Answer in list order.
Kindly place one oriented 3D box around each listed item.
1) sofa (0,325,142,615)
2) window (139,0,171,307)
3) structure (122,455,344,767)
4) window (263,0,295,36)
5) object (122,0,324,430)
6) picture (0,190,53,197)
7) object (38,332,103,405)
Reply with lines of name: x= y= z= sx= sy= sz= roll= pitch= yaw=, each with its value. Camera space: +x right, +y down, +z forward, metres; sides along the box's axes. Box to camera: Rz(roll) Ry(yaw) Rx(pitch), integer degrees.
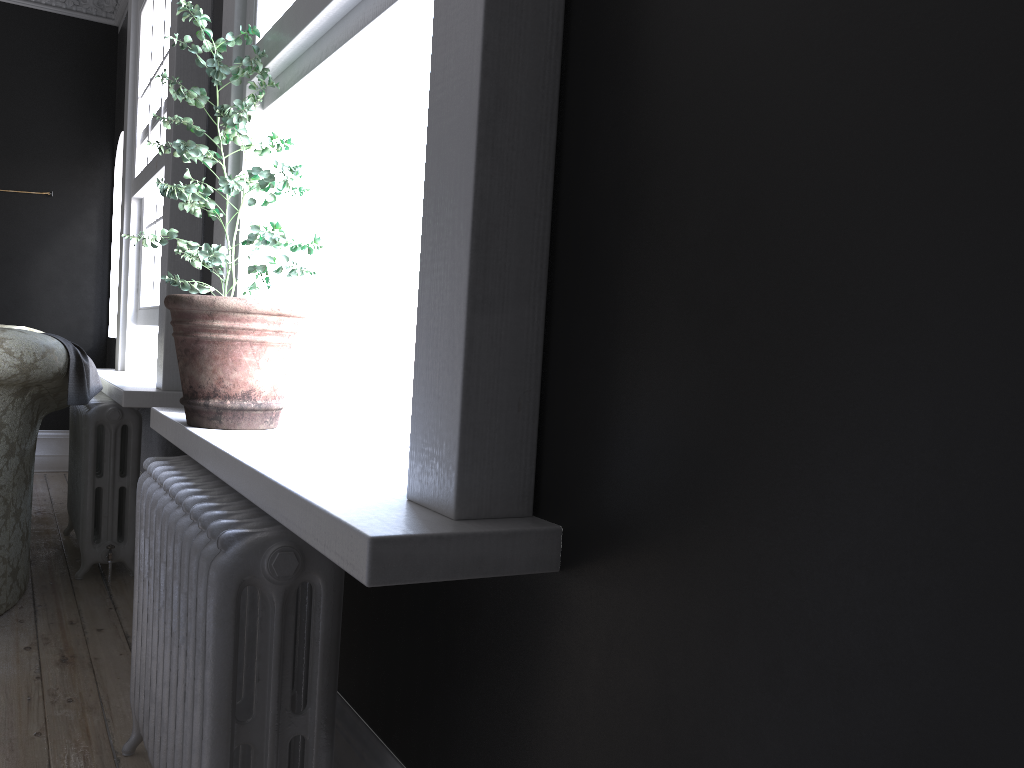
sofa: x=-2.639 y=0.294 z=4.154 sx=1.606 sy=1.162 sz=2.809 roll=2 pitch=3 yaw=-29
window: x=-1.765 y=-1.205 z=4.459 sx=0.056 sy=1.673 sz=1.261 roll=2 pitch=3 yaw=-30
structure: x=-0.680 y=0.647 z=2.039 sx=0.276 sy=0.849 sz=1.139 roll=2 pitch=3 yaw=-30
window: x=-0.374 y=-1.361 z=2.039 sx=0.056 sy=1.018 sz=1.261 roll=2 pitch=3 yaw=-30
object: x=-0.773 y=-0.453 z=2.390 sx=0.505 sy=1.135 sz=0.474 roll=4 pitch=3 yaw=10
picture: x=-5.493 y=-1.176 z=5.743 sx=4.458 sy=0.772 sz=0.057 roll=2 pitch=3 yaw=-30
object: x=-2.057 y=0.070 z=3.356 sx=0.516 sy=0.585 sz=1.366 roll=4 pitch=2 yaw=19
